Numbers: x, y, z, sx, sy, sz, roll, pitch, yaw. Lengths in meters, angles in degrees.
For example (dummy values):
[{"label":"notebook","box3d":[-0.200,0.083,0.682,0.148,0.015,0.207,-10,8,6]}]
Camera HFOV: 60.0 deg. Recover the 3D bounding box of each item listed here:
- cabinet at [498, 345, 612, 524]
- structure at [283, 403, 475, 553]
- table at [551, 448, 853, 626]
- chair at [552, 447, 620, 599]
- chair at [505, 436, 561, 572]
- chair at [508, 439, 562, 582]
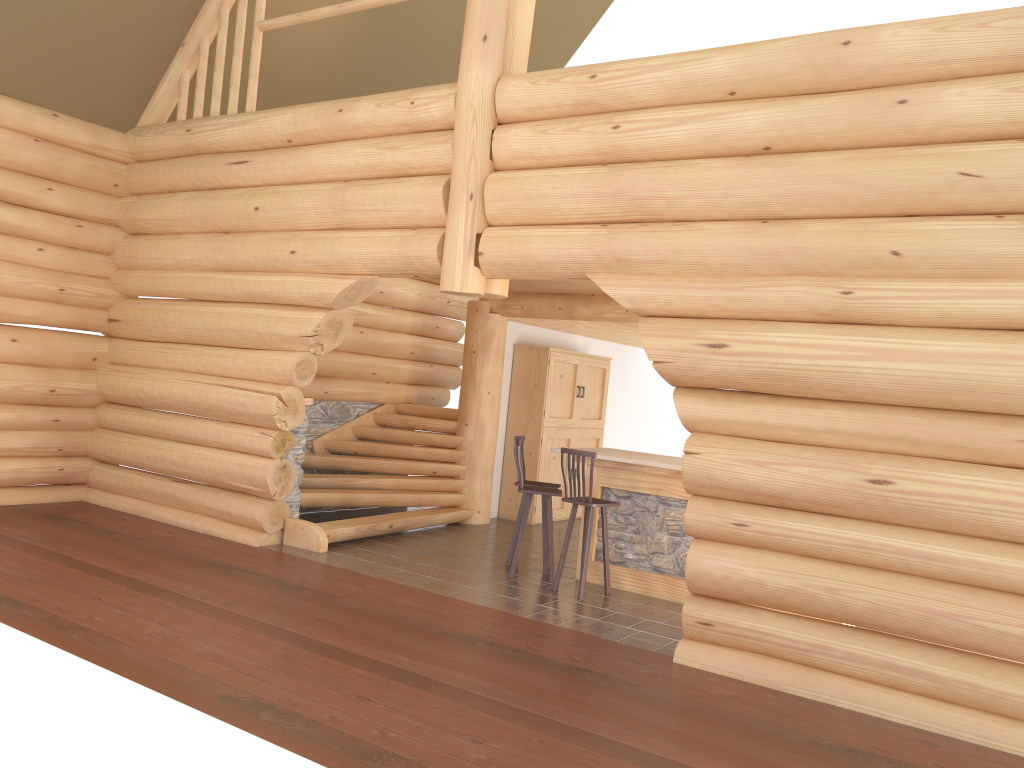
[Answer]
[{"label":"cabinet","box3d":[0.672,0.729,12.880,0.670,2.403,1.847,5,0,34]},{"label":"structure","box3d":[-1.848,0.872,10.864,1.951,1.643,3.604,5,0,28]},{"label":"table","box3d":[1.985,1.422,8.428,3.220,1.257,1.196,5,0,34]},{"label":"chair","box3d":[0.685,1.266,8.164,0.406,1.319,0.504,5,0,44]},{"label":"chair","box3d":[0.224,1.224,9.199,0.504,1.319,0.406,5,0,14]},{"label":"chair","box3d":[0.232,1.223,8.677,0.504,1.319,0.406,5,0,2]}]
